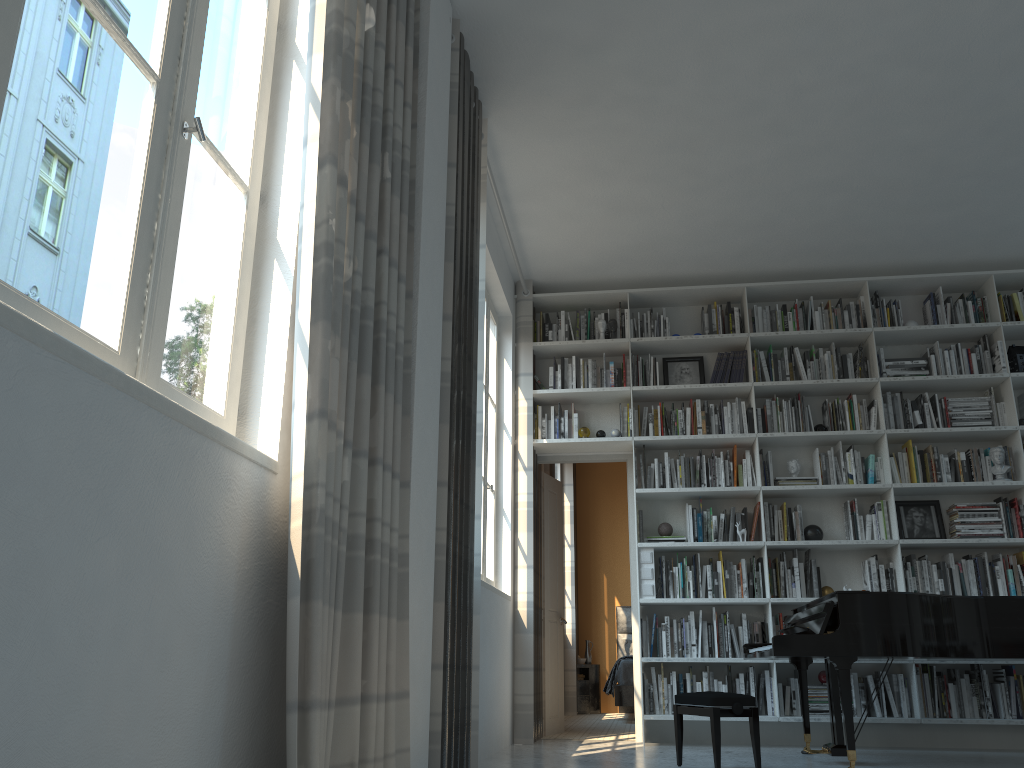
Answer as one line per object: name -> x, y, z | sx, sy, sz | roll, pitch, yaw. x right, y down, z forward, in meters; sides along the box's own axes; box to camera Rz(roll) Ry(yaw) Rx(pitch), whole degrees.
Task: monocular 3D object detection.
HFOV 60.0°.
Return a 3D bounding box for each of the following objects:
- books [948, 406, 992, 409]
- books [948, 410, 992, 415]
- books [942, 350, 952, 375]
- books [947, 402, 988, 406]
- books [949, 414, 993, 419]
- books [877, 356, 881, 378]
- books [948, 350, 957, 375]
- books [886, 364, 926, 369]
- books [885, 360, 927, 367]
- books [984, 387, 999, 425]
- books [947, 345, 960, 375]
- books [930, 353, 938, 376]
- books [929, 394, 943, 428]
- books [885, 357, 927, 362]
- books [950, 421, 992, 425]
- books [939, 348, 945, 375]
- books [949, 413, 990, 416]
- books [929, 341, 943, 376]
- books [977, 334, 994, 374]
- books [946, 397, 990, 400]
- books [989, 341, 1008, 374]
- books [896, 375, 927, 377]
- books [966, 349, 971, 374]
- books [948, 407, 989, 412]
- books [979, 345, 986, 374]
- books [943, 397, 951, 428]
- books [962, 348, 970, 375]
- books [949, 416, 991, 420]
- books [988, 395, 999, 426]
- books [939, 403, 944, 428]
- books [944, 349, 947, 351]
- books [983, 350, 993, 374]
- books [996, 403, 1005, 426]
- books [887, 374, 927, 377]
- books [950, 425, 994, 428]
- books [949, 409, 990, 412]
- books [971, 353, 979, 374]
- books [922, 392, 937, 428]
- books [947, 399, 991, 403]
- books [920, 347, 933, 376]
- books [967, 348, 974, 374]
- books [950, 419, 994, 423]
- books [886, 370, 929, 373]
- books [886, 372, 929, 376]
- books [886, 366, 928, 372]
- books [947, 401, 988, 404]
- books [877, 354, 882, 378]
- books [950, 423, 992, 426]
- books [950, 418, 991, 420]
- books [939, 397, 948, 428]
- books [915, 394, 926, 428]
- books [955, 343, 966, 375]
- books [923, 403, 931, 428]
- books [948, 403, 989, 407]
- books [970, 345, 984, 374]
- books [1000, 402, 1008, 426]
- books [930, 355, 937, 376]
books -> 3.132, 0.183, 6.127 | 0.285, 0.012, 0.160 | -2, -18, 7
books -> 3.131, 0.216, 6.112 | 0.285, 0.012, 0.160 | -3, -18, 11
books -> 3.028, -0.101, 6.218 | 0.027, 0.215, 0.191 | -2, -18, 8
books -> 3.131, 0.157, 6.133 | 0.254, 0.012, 0.161 | -3, -18, 10
books -> 3.131, 0.241, 6.109 | 0.285, 0.012, 0.160 | -2, -18, 9
books -> 2.567, -0.079, 6.273 | 0.027, 0.200, 0.168 | -2, -18, 8
books -> 3.067, -0.103, 6.215 | 0.028, 0.218, 0.184 | -2, -18, 8
books -> 2.765, -0.102, 6.263 | 0.254, 0.025, 0.161 | -1, -18, 4
books -> 2.766, -0.124, 6.275 | 0.285, 0.024, 0.160 | -3, -18, 10
books -> 3.299, 0.193, 6.099 | 0.012, 0.318, 0.140 | -2, -18, 8
books -> 3.099, -0.124, 6.238 | 0.029, 0.272, 0.141 | -2, -18, 8
books -> 2.964, -0.094, 6.254 | 0.024, 0.222, 0.129 | -2, -18, 8
books -> 2.919, 0.225, 6.125 | 0.021, 0.268, 0.192 | -2, -18, 8
books -> 2.767, -0.145, 6.287 | 0.285, 0.024, 0.160 | -2, -18, 8
books -> 3.131, 0.286, 6.095 | 0.254, 0.012, 0.161 | -2, -18, 7
books -> 2.994, -0.109, 6.228 | 0.021, 0.236, 0.172 | -2, -18, 8
books -> 3.131, 0.229, 6.113 | 0.254, 0.012, 0.161 | -2, -18, 9
books -> 2.976, -0.136, 6.222 | 0.011, 0.283, 0.190 | -2, -18, 8
books -> 3.313, -0.166, 6.201 | 0.012, 0.333, 0.156 | -2, -18, 8
books -> 3.132, 0.123, 6.144 | 0.285, 0.012, 0.160 | -3, -18, 10
books -> 3.338, -0.141, 6.122 | 0.037, 0.236, 0.273 | -2, -18, 8
books -> 2.763, -0.028, 6.238 | 0.254, 0.012, 0.161 | -4, -18, 12
books -> 3.172, -0.112, 6.205 | 0.010, 0.229, 0.153 | -2, -18, 8
books -> 3.131, 0.194, 6.121 | 0.254, 0.012, 0.161 | -3, -18, 10
books -> 3.264, -0.128, 6.202 | 0.029, 0.260, 0.133 | -2, -18, 8
books -> 2.973, 0.231, 6.109 | 0.013, 0.246, 0.177 | -2, -18, 8
books -> 3.143, -0.111, 6.196 | 0.023, 0.222, 0.191 | -2, -18, 8
books -> 3.131, 0.251, 6.103 | 0.254, 0.012, 0.161 | -1, -18, 6
books -> 3.284, 0.219, 6.076 | 0.012, 0.253, 0.161 | -2, -18, 8
books -> 2.943, 0.254, 6.129 | 0.024, 0.215, 0.133 | -2, -18, 8
books -> 3.049, -0.112, 6.231 | 0.012, 0.243, 0.132 | -2, -18, 8
books -> 3.291, -0.106, 6.176 | 0.029, 0.202, 0.192 | -2, -18, 8
books -> 3.319, 0.248, 6.076 | 0.029, 0.198, 0.172 | -2, -18, 8
books -> 2.764, -0.038, 6.246 | 0.254, 0.012, 0.161 | -1, -18, 5
books -> 3.132, 0.310, 6.088 | 0.285, 0.012, 0.160 | -2, -18, 9
books -> 3.131, 0.205, 6.116 | 0.254, 0.012, 0.161 | -1, -18, 5
books -> 3.202, -0.096, 6.185 | 0.029, 0.187, 0.176 | -2, -18, 8
books -> 2.886, 0.220, 6.147 | 0.049, 0.290, 0.162 | -2, -18, 8
books -> 3.131, 0.132, 6.133 | 0.285, 0.012, 0.160 | -1, -18, 3
books -> 2.918, -0.114, 6.241 | 0.012, 0.253, 0.161 | -2, -18, 8
books -> 3.182, -0.114, 6.198 | 0.012, 0.229, 0.159 | -2, -18, 8
books -> 3.131, 0.274, 6.094 | 0.285, 0.012, 0.160 | -1, -18, 5
books -> 2.764, -0.060, 6.255 | 0.285, 0.012, 0.160 | -1, -18, 6
books -> 2.764, -0.050, 6.249 | 0.285, 0.012, 0.160 | -1, -18, 5
books -> 2.765, -0.079, 6.253 | 0.285, 0.024, 0.160 | -4, -18, 12
books -> 3.132, 0.147, 6.141 | 0.254, 0.012, 0.161 | -2, -18, 8
books -> 2.588, -0.083, 6.285 | 0.013, 0.217, 0.141 | -2, -18, 8
books -> 3.132, 0.299, 6.093 | 0.254, 0.012, 0.161 | -2, -18, 8
books -> 3.131, 0.263, 6.100 | 0.254, 0.012, 0.161 | -3, -18, 10
books -> 2.961, 0.237, 6.123 | 0.015, 0.244, 0.183 | -2, -18, 8
books -> 2.836, 0.225, 6.156 | 0.022, 0.284, 0.131 | -2, -18, 8
books -> 3.121, -0.129, 6.215 | 0.023, 0.268, 0.185 | -2, -18, 8
books -> 2.858, 0.255, 6.137 | 0.024, 0.216, 0.148 | -2, -18, 8
books -> 3.131, 0.169, 6.123 | 0.254, 0.012, 0.161 | -4, -18, 12
books -> 3.232, -0.126, 6.189 | 0.032, 0.247, 0.174 | -2, -18, 8
books -> 3.349, 0.246, 6.078 | 0.030, 0.204, 0.159 | -2, -18, 8
books -> 2.936, -0.085, 6.224 | 0.025, 0.187, 0.194 | -2, -18, 8
